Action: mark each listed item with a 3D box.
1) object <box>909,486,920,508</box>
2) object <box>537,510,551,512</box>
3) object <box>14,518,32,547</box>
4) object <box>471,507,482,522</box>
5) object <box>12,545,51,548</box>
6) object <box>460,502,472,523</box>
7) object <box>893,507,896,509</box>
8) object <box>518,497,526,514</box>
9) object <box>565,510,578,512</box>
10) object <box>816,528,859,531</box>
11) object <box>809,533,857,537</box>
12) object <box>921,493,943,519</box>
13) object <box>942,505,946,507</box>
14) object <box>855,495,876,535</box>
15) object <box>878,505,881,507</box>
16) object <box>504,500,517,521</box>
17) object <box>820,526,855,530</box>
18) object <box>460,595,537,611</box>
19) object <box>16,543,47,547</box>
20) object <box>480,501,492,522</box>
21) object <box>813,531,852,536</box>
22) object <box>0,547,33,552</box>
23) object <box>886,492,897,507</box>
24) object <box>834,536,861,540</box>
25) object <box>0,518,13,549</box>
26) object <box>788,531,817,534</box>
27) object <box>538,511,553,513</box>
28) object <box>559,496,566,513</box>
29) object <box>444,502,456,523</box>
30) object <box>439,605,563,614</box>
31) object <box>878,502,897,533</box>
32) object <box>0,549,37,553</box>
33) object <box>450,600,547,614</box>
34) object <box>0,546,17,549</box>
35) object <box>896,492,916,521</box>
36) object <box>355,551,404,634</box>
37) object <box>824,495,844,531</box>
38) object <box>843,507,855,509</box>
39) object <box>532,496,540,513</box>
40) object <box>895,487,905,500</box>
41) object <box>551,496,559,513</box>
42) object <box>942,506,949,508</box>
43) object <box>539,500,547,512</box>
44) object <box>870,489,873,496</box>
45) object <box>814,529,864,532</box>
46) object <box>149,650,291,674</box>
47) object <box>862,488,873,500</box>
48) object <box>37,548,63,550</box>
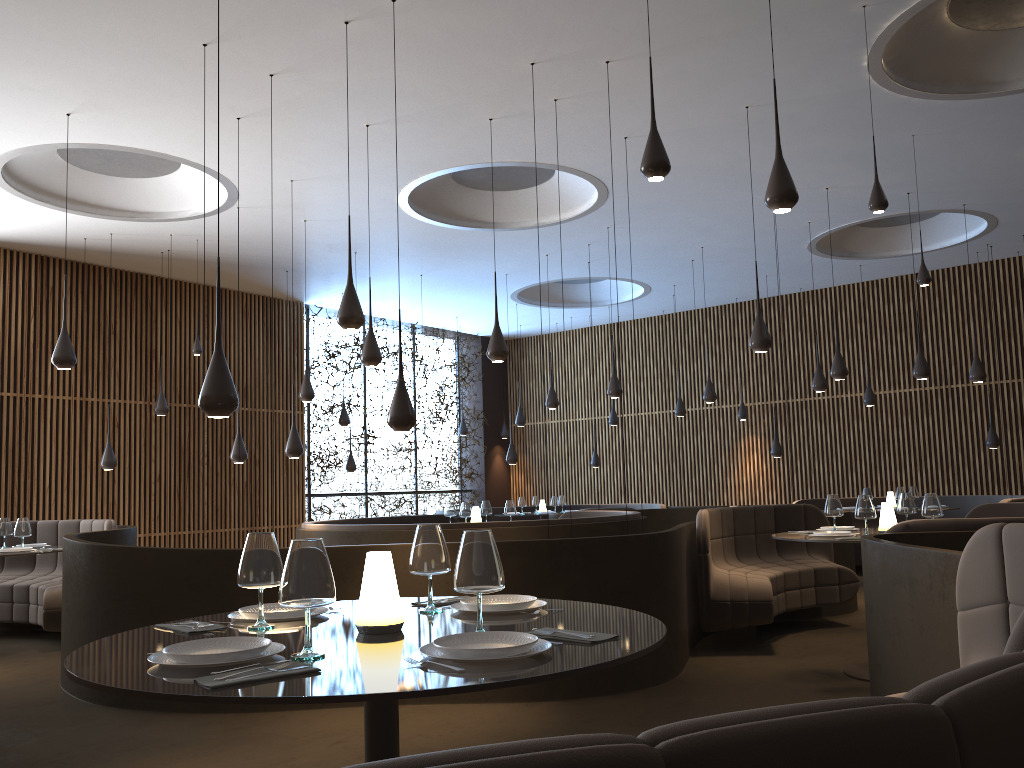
[{"bbox_3d":[5.556,1.563,12.254,0.142,0.294,0.142,0,-6,-15],"label":"object"},{"bbox_3d":[0.569,2.276,15.826,0.263,0.029,0.263,-6,-8,29],"label":"object"},{"bbox_3d":[-4.421,1.359,8.009,0.142,0.294,0.142,-7,-7,41],"label":"object"},{"bbox_3d":[-0.416,1.540,10.286,0.144,0.231,0.142,2,-7,-36],"label":"object"},{"bbox_3d":[-4.592,1.558,8.474,0.332,0.014,0.332,-6,-8,29],"label":"object"},{"bbox_3d":[-0.512,1.464,9.882,0.142,0.294,0.142,-2,-6,-1],"label":"object"},{"bbox_3d":[5.026,1.620,11.537,0.263,0.029,0.263,-5,-8,28],"label":"object"},{"bbox_3d":[0.173,2.071,15.087,0.142,0.294,0.142,-5,-7,32],"label":"object"},{"bbox_3d":[1.046,2.202,15.340,0.263,0.029,0.263,-5,-8,26],"label":"object"},{"bbox_3d":[2.606,1.168,7.091,0.332,0.014,0.333,0,-7,-17],"label":"object"},{"bbox_3d":[2.313,1.094,6.400,0.332,0.014,0.332,-7,-9,39],"label":"object"},{"bbox_3d":[2.984,0.923,6.295,0.142,0.294,0.142,2,-7,-34],"label":"object"},{"bbox_3d":[5.680,1.643,11.892,0.263,0.029,0.263,-8,-9,42],"label":"object"},{"bbox_3d":[2.510,0.938,6.297,0.142,0.294,0.142,-2,-6,-2],"label":"object"},{"bbox_3d":[5.307,1.733,12.542,0.263,0.029,0.264,0,-7,-16],"label":"object"},{"bbox_3d":[-0.019,1.483,10.164,0.142,0.294,0.142,-3,-6,9],"label":"object"},{"bbox_3d":[2.605,1.158,7.092,0.263,0.029,0.264,0,-7,-14],"label":"object"},{"bbox_3d":[-0.045,0.750,3.028,0.263,0.029,0.263,-6,-8,28],"label":"object"},{"bbox_3d":[-4.592,1.548,8.475,0.263,0.029,0.264,-2,-7,4],"label":"object"},{"bbox_3d":[-0.310,1.554,10.684,0.142,0.294,0.142,2,-7,-31],"label":"object"},{"bbox_3d":[2.313,1.084,6.401,0.263,0.029,0.263,-8,-9,42],"label":"object"},{"bbox_3d":[-4.350,1.456,7.775,0.263,0.029,0.264,-4,-7,15],"label":"object"},{"bbox_3d":[5.153,1.582,12.059,0.142,0.231,0.145,-5,-7,29],"label":"object"},{"bbox_3d":[2.359,1.064,6.102,0.262,0.017,0.127,0,-7,-12],"label":"object"},{"bbox_3d":[-4.818,1.420,8.414,0.142,0.294,0.142,-2,-6,6],"label":"object"},{"bbox_3d":[2.313,1.175,7.016,0.126,0.017,0.262,0,-7,-18],"label":"object"},{"bbox_3d":[0.570,2.285,15.825,0.332,0.014,0.332,-7,-8,36],"label":"object"},{"bbox_3d":[0.881,2.101,15.519,0.142,0.294,0.142,-1,-6,-9],"label":"object"},{"bbox_3d":[-0.728,1.540,10.460,0.142,0.294,0.142,-2,-6,5],"label":"object"},{"bbox_3d":[-0.041,0.760,3.024,0.411,0.012,0.204,-8,-9,43],"label":"object"},{"bbox_3d":[2.794,0.995,6.591,0.144,0.231,0.142,-3,-6,12],"label":"object"},{"bbox_3d":[-4.350,1.466,7.775,0.332,0.014,0.332,-3,-7,8],"label":"object"},{"bbox_3d":[-0.045,0.759,3.027,0.332,0.014,0.332,-7,-9,38],"label":"object"},{"bbox_3d":[-4.846,1.592,8.636,0.126,0.017,0.262,-6,-8,29],"label":"object"},{"bbox_3d":[3.072,0.994,6.906,0.142,0.294,0.142,-1,-6,-6],"label":"object"},{"bbox_3d":[-0.394,0.616,2.636,0.142,0.231,0.145,-3,-6,16],"label":"object"},{"bbox_3d":[2.504,1.010,6.893,0.142,0.294,0.142,-6,-7,37],"label":"object"},{"bbox_3d":[4.678,1.720,12.276,0.263,0.029,0.263,-8,-10,44],"label":"object"},{"bbox_3d":[0.426,2.131,15.651,0.142,0.294,0.142,-6,-7,38],"label":"object"},{"bbox_3d":[5.197,1.524,11.843,0.142,0.294,0.142,1,-6,-25],"label":"object"},{"bbox_3d":[0.723,2.037,14.944,0.142,0.294,0.142,-5,-7,31],"label":"object"},{"bbox_3d":[5.680,1.652,11.892,0.332,0.014,0.332,-5,-7,23],"label":"object"},{"bbox_3d":[0.528,2.117,15.309,0.142,0.231,0.145,-4,-6,18],"label":"object"},{"bbox_3d":[5.001,1.605,12.467,0.142,0.294,0.142,0,-6,-21],"label":"object"},{"bbox_3d":[2.610,1.169,7.093,0.411,0.012,0.205,1,-7,-22],"label":"object"},{"bbox_3d":[-0.750,0.689,2.255,0.204,0.012,0.411,5,-9,-42],"label":"object"},{"bbox_3d":[4.816,1.557,12.016,0.142,0.294,0.142,-4,-6,25],"label":"object"},{"bbox_3d":[-4.179,1.498,8.023,0.262,0.017,0.126,-6,-8,30],"label":"object"}]
